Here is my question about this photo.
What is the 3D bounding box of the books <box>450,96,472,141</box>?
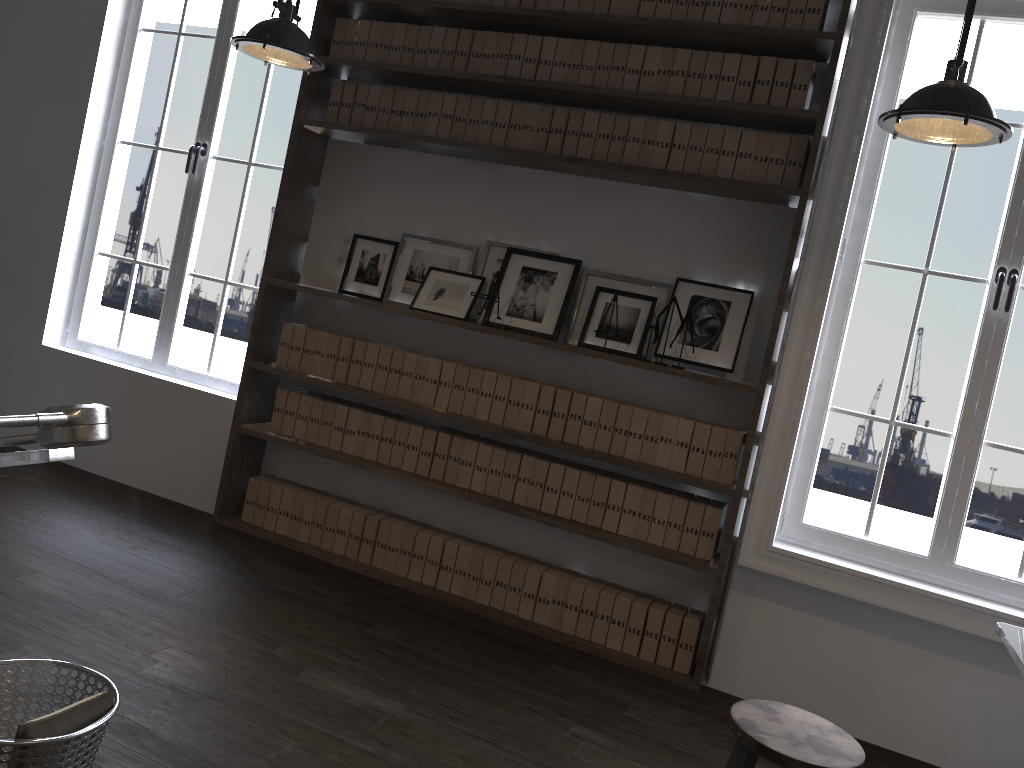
[{"bbox_3d":[-0.212,-1.235,4.222,0.067,0.225,0.174,13,3,20],"label":"books"}]

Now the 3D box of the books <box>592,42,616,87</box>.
[{"bbox_3d":[0.432,-1.398,3.989,0.067,0.225,0.174,13,3,20],"label":"books"}]

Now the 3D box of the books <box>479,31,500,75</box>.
[{"bbox_3d":[-0.074,-1.522,4.183,0.067,0.225,0.174,13,3,20],"label":"books"}]

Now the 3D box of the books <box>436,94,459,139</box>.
[{"bbox_3d":[-0.278,-1.251,4.244,0.067,0.225,0.174,13,3,20],"label":"books"}]

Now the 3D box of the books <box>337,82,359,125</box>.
[{"bbox_3d":[-0.787,-1.376,4.441,0.067,0.225,0.174,13,3,20],"label":"books"}]

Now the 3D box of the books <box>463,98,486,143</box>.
[{"bbox_3d":[-0.148,-1.220,4.199,0.067,0.225,0.174,13,3,20],"label":"books"}]

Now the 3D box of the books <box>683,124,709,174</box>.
[{"bbox_3d":[0.805,-0.986,3.827,0.067,0.225,0.174,13,3,20],"label":"books"}]

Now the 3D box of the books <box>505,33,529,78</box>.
[{"bbox_3d":[0.048,-1.491,4.131,0.067,0.225,0.174,13,3,20],"label":"books"}]

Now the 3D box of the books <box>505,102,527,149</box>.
[{"bbox_3d":[0.045,-1.172,4.116,0.067,0.225,0.174,13,3,20],"label":"books"}]

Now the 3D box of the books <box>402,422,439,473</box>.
[{"bbox_3d":[-0.437,0.302,4.231,0.067,0.225,0.174,13,3,20],"label":"books"}]

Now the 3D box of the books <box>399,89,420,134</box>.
[{"bbox_3d":[-0.463,-1.296,4.314,0.067,0.225,0.174,13,3,20],"label":"books"}]

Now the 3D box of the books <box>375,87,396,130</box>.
[{"bbox_3d":[-0.587,-1.327,4.369,0.067,0.225,0.174,13,3,20],"label":"books"}]

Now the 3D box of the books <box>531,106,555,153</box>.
[{"bbox_3d":[0.165,-1.143,4.077,0.067,0.225,0.174,13,3,20],"label":"books"}]

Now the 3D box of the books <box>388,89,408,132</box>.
[{"bbox_3d":[-0.522,-1.311,4.344,0.067,0.225,0.174,13,3,20],"label":"books"}]

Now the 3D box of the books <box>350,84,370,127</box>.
[{"bbox_3d":[-0.716,-1.359,4.420,0.067,0.225,0.174,13,3,20],"label":"books"}]

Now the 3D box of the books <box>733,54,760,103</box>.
[{"bbox_3d":[1.000,-1.259,3.767,0.067,0.225,0.174,13,3,20],"label":"books"}]

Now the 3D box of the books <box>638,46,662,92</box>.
[{"bbox_3d":[0.625,-1.350,3.910,0.067,0.225,0.174,13,3,20],"label":"books"}]

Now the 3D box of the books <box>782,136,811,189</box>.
[{"bbox_3d":[1.180,-0.895,3.681,0.067,0.225,0.174,13,3,20],"label":"books"}]

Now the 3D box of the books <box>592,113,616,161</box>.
[{"bbox_3d":[0.430,-1.078,3.973,0.067,0.225,0.174,13,3,20],"label":"books"}]

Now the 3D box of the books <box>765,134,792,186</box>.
[{"bbox_3d":[1.116,-0.910,3.704,0.067,0.225,0.174,13,3,20],"label":"books"}]

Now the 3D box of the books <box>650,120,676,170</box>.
[{"bbox_3d":[0.674,-1.018,3.875,0.067,0.225,0.174,13,3,20],"label":"books"}]

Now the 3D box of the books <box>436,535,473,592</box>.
[{"bbox_3d":[-0.269,0.838,4.141,0.067,0.225,0.174,13,3,20],"label":"books"}]

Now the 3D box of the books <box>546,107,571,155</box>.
[{"bbox_3d":[0.231,-1.127,4.045,0.067,0.225,0.174,13,3,20],"label":"books"}]

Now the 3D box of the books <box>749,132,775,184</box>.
[{"bbox_3d":[1.057,-0.924,3.723,0.067,0.225,0.174,13,3,20],"label":"books"}]

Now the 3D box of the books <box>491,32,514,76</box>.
[{"bbox_3d":[-0.018,-1.508,4.156,0.067,0.225,0.174,13,3,20],"label":"books"}]

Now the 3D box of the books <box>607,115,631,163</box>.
[{"bbox_3d":[0.495,-1.062,3.948,0.067,0.225,0.174,13,3,20],"label":"books"}]

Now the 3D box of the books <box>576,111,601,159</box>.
[{"bbox_3d":[0.364,-1.094,3.994,0.067,0.225,0.174,13,3,20],"label":"books"}]

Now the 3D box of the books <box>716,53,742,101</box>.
[{"bbox_3d":[0.933,-1.275,3.788,0.067,0.225,0.174,13,3,20],"label":"books"}]

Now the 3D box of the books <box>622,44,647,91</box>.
[{"bbox_3d":[0.558,-1.367,3.934,0.067,0.225,0.174,13,3,20],"label":"books"}]

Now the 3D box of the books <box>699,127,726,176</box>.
[{"bbox_3d":[0.869,-0.971,3.804,0.067,0.225,0.174,13,3,20],"label":"books"}]

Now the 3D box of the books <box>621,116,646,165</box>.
[{"bbox_3d":[0.554,-1.047,3.919,0.067,0.225,0.174,13,3,20],"label":"books"}]

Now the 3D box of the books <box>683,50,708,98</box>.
[{"bbox_3d":[0.805,-1.307,3.842,0.067,0.225,0.174,13,3,20],"label":"books"}]

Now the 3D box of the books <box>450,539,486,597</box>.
[{"bbox_3d":[-0.202,0.854,4.117,0.067,0.225,0.174,13,3,20],"label":"books"}]

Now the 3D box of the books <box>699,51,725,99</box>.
[{"bbox_3d":[0.870,-1.291,3.817,0.067,0.225,0.174,13,3,20],"label":"books"}]

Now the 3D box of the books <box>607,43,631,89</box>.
[{"bbox_3d":[0.495,-1.382,3.962,0.067,0.225,0.174,13,3,20],"label":"books"}]

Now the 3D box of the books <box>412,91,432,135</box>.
[{"bbox_3d":[-0.400,-1.281,4.295,0.067,0.225,0.174,13,3,20],"label":"books"}]

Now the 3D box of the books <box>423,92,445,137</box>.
[{"bbox_3d":[-0.343,-1.267,4.271,0.067,0.225,0.174,13,3,20],"label":"books"}]

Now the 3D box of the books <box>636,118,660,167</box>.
[{"bbox_3d":[0.617,-1.032,3.899,0.067,0.225,0.174,13,3,20],"label":"books"}]

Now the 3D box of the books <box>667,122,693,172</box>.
[{"bbox_3d":[0.739,-1.002,3.848,0.067,0.225,0.174,13,3,20],"label":"books"}]

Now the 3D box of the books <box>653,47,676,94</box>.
[{"bbox_3d":[0.683,-1.337,3.889,0.067,0.225,0.174,13,3,20],"label":"books"}]

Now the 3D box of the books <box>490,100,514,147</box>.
[{"bbox_3d":[-0.021,-1.188,4.142,0.067,0.225,0.174,13,3,20],"label":"books"}]

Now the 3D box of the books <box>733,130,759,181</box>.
[{"bbox_3d":[0.996,-0.939,3.746,0.067,0.225,0.174,13,3,20],"label":"books"}]

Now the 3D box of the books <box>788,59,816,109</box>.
[{"bbox_3d":[1.204,-1.209,3.685,0.067,0.225,0.174,13,3,20],"label":"books"}]

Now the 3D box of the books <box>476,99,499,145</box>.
[{"bbox_3d":[-0.086,-1.204,4.171,0.067,0.225,0.174,13,3,20],"label":"books"}]

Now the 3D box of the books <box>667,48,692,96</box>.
[{"bbox_3d":[0.742,-1.321,3.861,0.067,0.225,0.174,13,3,20],"label":"books"}]

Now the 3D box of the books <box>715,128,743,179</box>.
[{"bbox_3d":[0.931,-0.955,3.775,0.067,0.225,0.174,13,3,20],"label":"books"}]

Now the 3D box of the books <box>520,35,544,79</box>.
[{"bbox_3d":[0.115,-1.475,4.108,0.067,0.225,0.174,13,3,20],"label":"books"}]

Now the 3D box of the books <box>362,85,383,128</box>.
[{"bbox_3d":[-0.653,-1.343,4.390,0.067,0.225,0.174,13,3,20],"label":"books"}]

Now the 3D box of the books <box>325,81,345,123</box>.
[{"bbox_3d":[-0.852,-1.392,4.473,0.067,0.225,0.174,13,3,20],"label":"books"}]

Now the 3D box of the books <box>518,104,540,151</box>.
[{"bbox_3d":[0.104,-1.158,4.098,0.067,0.225,0.174,13,3,20],"label":"books"}]

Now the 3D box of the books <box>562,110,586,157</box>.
[{"bbox_3d":[0.301,-1.110,4.024,0.067,0.225,0.174,13,3,20],"label":"books"}]

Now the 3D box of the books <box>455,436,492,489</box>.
[{"bbox_3d":[-0.176,0.366,4.127,0.067,0.225,0.174,13,3,20],"label":"books"}]

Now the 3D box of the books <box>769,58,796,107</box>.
[{"bbox_3d":[1.136,-1.226,3.714,0.067,0.225,0.174,13,3,20],"label":"books"}]
